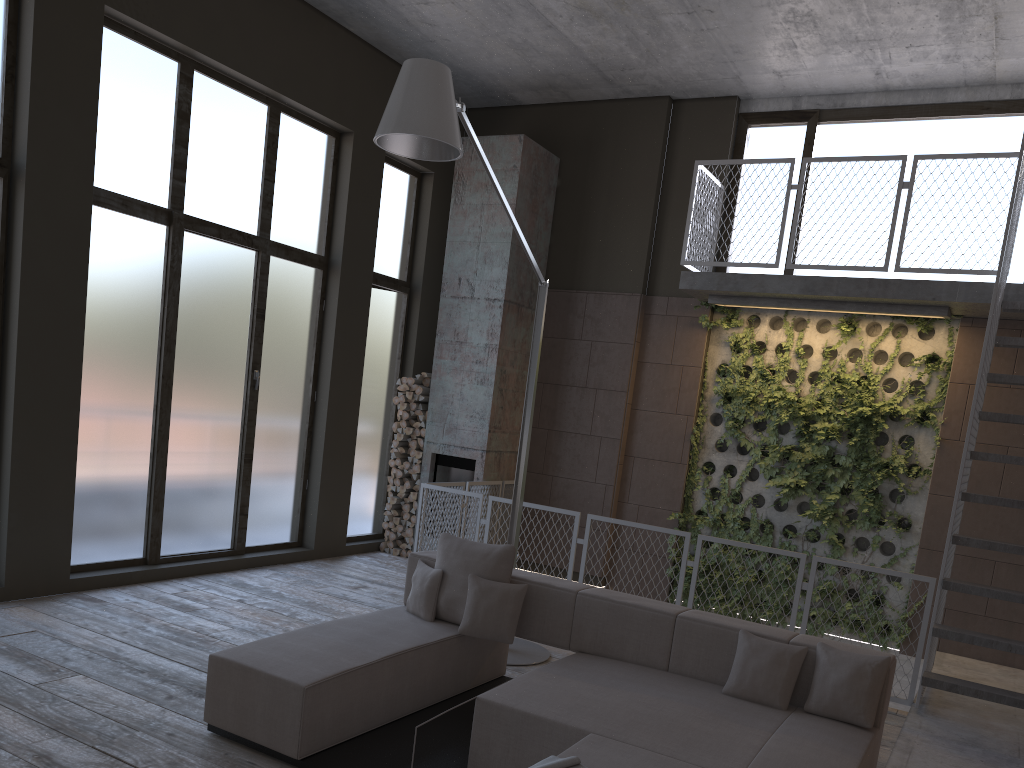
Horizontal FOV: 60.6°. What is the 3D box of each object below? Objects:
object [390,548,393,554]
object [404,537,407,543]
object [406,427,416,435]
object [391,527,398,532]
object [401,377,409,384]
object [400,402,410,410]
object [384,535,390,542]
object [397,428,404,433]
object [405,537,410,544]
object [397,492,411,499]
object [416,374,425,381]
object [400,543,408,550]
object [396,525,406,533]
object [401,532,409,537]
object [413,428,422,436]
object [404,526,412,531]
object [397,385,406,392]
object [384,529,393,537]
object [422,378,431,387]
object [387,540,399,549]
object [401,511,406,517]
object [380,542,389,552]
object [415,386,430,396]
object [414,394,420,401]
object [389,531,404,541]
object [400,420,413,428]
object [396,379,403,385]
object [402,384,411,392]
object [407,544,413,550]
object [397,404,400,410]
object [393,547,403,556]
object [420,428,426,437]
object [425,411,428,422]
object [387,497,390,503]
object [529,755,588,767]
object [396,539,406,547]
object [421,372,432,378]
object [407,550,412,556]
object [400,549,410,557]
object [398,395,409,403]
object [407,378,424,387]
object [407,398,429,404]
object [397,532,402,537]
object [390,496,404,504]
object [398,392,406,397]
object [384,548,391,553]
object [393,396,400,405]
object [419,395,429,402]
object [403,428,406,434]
[{"bbox_3d":[-1.257,1.918,10.118,0.066,0.068,0.423,9,0,29],"label":"object"},{"bbox_3d":[-1.120,1.780,10.109,0.103,0.103,0.292,9,0,29],"label":"object"},{"bbox_3d":[-1.023,0.541,9.907,0.092,0.084,0.480,8,0,29],"label":"object"},{"bbox_3d":[-1.252,1.660,10.058,0.088,0.057,0.333,8,-1,29],"label":"object"},{"bbox_3d":[-1.081,-0.016,9.892,0.090,0.091,0.456,9,0,28],"label":"object"},{"bbox_3d":[-1.085,0.264,9.877,0.092,0.084,0.480,8,0,29],"label":"object"},{"bbox_3d":[-1.371,1.761,10.050,0.045,0.073,0.251,10,1,29],"label":"object"},{"bbox_3d":[-1.158,0.534,9.984,0.066,0.068,0.423,9,0,29],"label":"object"},{"bbox_3d":[-1.076,1.774,10.004,0.066,0.086,0.425,9,0,27],"label":"object"},{"bbox_3d":[-1.134,1.260,9.989,0.113,0.080,0.435,8,0,29],"label":"object"},{"bbox_3d":[-0.956,-0.056,9.813,0.064,0.074,0.359,9,0,28],"label":"object"},{"bbox_3d":[-1.113,1.851,10.059,0.113,0.080,0.435,8,0,29],"label":"object"},{"bbox_3d":[-1.155,1.640,10.025,0.090,0.090,0.455,9,0,28],"label":"object"},{"bbox_3d":[-1.104,1.703,10.002,0.120,0.068,0.364,8,-1,31],"label":"object"},{"bbox_3d":[-0.941,0.550,9.883,0.090,0.090,0.456,9,0,29],"label":"object"},{"bbox_3d":[-1.079,1.639,10.016,0.066,0.072,0.423,9,0,29],"label":"object"},{"bbox_3d":[-1.141,0.063,9.928,0.121,0.069,0.364,8,-1,31],"label":"object"},{"bbox_3d":[-1.339,1.717,10.126,0.100,0.104,0.293,9,1,31],"label":"object"},{"bbox_3d":[-0.879,-0.006,9.836,0.098,0.109,0.294,9,1,31],"label":"object"},{"bbox_3d":[-1.276,1.835,10.132,0.091,0.094,0.438,9,0,29],"label":"object"},{"bbox_3d":[-1.123,1.479,10.055,0.100,0.087,0.363,8,0,31],"label":"object"},{"bbox_3d":[-1.396,1.871,10.152,0.063,0.126,0.364,10,1,28],"label":"object"},{"bbox_3d":[-0.912,0.089,9.775,0.092,0.094,0.438,9,0,29],"label":"object"},{"bbox_3d":[-0.953,0.165,9.810,0.067,0.067,0.423,9,0,29],"label":"object"},{"bbox_3d":[-1.281,1.732,10.043,0.097,0.108,0.294,9,1,31],"label":"object"},{"bbox_3d":[-1.108,0.461,9.959,0.091,0.094,0.438,9,0,29],"label":"object"},{"bbox_3d":[-1.152,-0.010,9.899,0.066,0.069,0.423,9,0,29],"label":"object"},{"bbox_3d":[-1.072,0.058,9.846,0.112,0.080,0.435,8,0,29],"label":"object"},{"bbox_3d":[-1.053,1.832,10.003,0.070,0.073,0.423,9,0,29],"label":"object"},{"bbox_3d":[-1.150,0.267,9.916,0.066,0.068,0.423,9,0,29],"label":"object"},{"bbox_3d":[-1.191,1.915,10.079,0.092,0.084,0.480,8,0,29],"label":"object"},{"bbox_3d":[-0.868,0.551,9.837,0.091,0.093,0.438,9,0,29],"label":"object"},{"bbox_3d":[-0.842,0.369,9.801,0.063,0.127,0.364,10,1,28],"label":"object"},{"bbox_3d":[-1.278,1.328,10.048,0.066,0.068,0.423,9,0,29],"label":"object"},{"bbox_3d":[-0.077,1.650,2.812,1.605,0.509,1.030,8,0,-42],"label":"object"},{"bbox_3d":[-1.194,1.829,10.115,0.100,0.087,0.363,8,0,29],"label":"object"},{"bbox_3d":[-0.886,-0.086,9.801,0.087,0.056,0.333,8,-1,29],"label":"object"},{"bbox_3d":[-1.036,1.925,10.009,0.091,0.093,0.438,9,0,29],"label":"object"},{"bbox_3d":[-1.109,1.924,10.055,0.090,0.090,0.456,9,0,29],"label":"object"},{"bbox_3d":[-1.107,0.183,9.878,0.090,0.090,0.456,9,0,29],"label":"object"},{"bbox_3d":[-1.045,-0.008,9.776,0.103,0.104,0.292,9,0,29],"label":"object"},{"bbox_3d":[-1.006,0.200,9.857,0.113,0.080,0.435,8,0,29],"label":"object"},{"bbox_3d":[-1.192,1.707,10.056,0.064,0.075,0.359,9,0,28],"label":"object"},{"bbox_3d":[-1.212,1.325,10.009,0.092,0.084,0.480,8,0,29],"label":"object"},{"bbox_3d":[-1.144,0.136,9.920,0.065,0.087,0.425,9,0,28],"label":"object"},{"bbox_3d":[-1.326,1.908,10.157,0.066,0.068,0.423,9,0,29],"label":"object"},{"bbox_3d":[-1.183,0.199,9.926,0.090,0.093,0.438,9,0,29],"label":"object"},{"bbox_3d":[-0.883,0.172,9.771,0.065,0.068,0.423,9,0,29],"label":"object"},{"bbox_3d":[-1.089,0.544,9.946,0.066,0.068,0.423,9,0,29],"label":"object"}]
